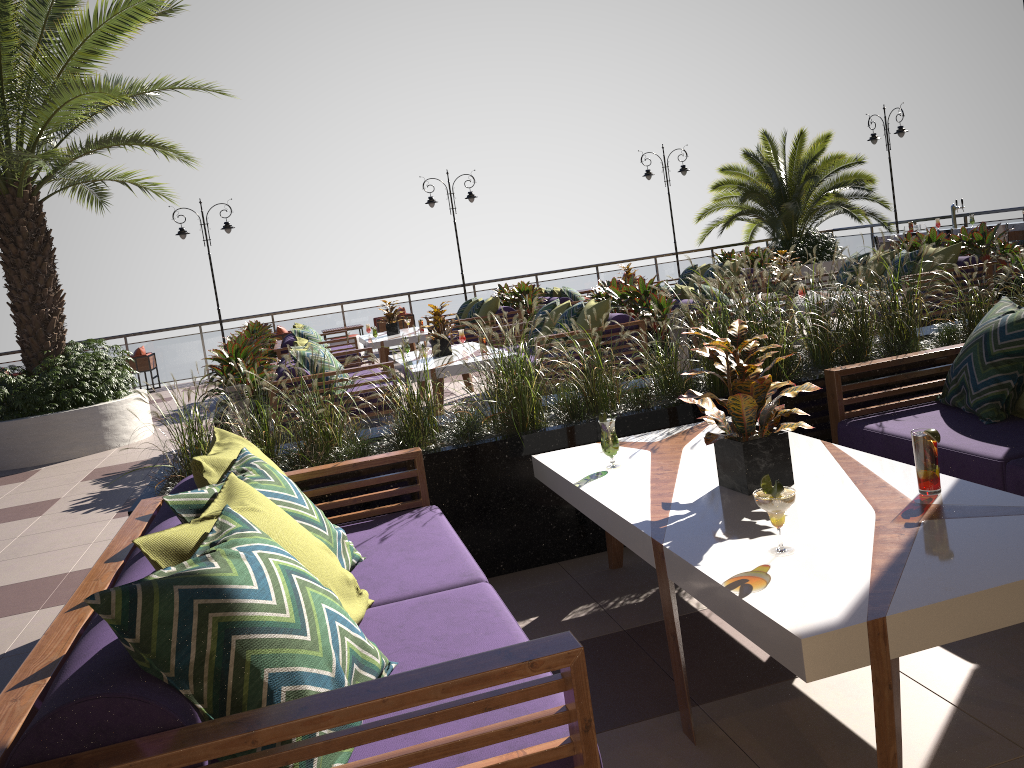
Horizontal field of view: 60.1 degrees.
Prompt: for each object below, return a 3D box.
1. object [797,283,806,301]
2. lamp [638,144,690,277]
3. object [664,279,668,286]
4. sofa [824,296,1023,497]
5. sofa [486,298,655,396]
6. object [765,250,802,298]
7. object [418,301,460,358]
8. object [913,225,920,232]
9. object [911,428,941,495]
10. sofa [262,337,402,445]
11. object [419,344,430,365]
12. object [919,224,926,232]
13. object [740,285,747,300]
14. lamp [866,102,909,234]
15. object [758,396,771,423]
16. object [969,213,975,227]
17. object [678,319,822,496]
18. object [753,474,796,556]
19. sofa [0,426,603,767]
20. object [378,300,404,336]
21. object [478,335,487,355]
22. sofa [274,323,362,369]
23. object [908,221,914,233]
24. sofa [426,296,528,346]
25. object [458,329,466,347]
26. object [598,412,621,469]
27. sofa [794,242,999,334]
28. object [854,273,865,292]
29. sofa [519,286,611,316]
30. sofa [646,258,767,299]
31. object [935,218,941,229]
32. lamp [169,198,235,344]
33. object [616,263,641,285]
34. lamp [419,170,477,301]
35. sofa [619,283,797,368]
[{"bbox_3d":[2.904,-0.913,8.866,0.069,0.180,0.069,-11,5,-25],"label":"object"},{"bbox_3d":[3.365,-3.359,18.527,1.124,3.312,0.264,-9,5,-13],"label":"lamp"},{"bbox_3d":[2.358,-1.494,13.495,0.069,0.210,0.069,-10,5,-25],"label":"object"},{"bbox_3d":[2.231,0.161,3.198,1.121,0.914,2.134,-10,7,-13],"label":"sofa"},{"bbox_3d":[0.490,-0.388,8.951,1.121,0.914,2.134,-10,7,-13],"label":"sofa"},{"bbox_3d":[2.935,-1.186,9.544,0.430,0.524,0.427,-8,6,-1],"label":"object"},{"bbox_3d":[-0.706,-0.538,8.668,0.424,0.524,0.433,-8,6,4],"label":"object"},{"bbox_3d":[6.662,-2.512,14.561,0.106,0.208,0.105,-12,6,-38],"label":"object"},{"bbox_3d":[1.174,0.219,2.501,0.066,0.189,0.085,-7,5,12],"label":"object"},{"bbox_3d":[-1.733,0.006,8.427,1.121,0.914,2.134,-10,7,-13],"label":"sofa"},{"bbox_3d":[-0.792,-0.272,8.042,0.105,0.196,0.106,-6,6,20],"label":"object"},{"bbox_3d":[6.769,-2.529,14.575,0.106,0.208,0.105,-12,6,-38],"label":"object"},{"bbox_3d":[2.620,-1.040,10.040,0.066,0.189,0.085,-7,5,17],"label":"object"},{"bbox_3d":[7.394,-3.752,17.167,0.264,3.312,1.125,-9,5,-13],"label":"lamp"},{"bbox_3d":[0.982,0.123,3.422,0.069,0.180,0.069,-11,6,-30],"label":"object"},{"bbox_3d":[6.705,-2.391,12.900,0.069,0.210,0.069,-11,5,-30],"label":"object"},{"bbox_3d":[0.733,0.067,2.827,0.425,0.524,0.432,-8,6,-1],"label":"object"},{"bbox_3d":[0.667,0.327,2.227,0.105,0.196,0.106,-7,5,15],"label":"object"},{"bbox_3d":[-0.600,0.665,2.514,1.121,0.914,2.134,-10,7,-13],"label":"sofa"},{"bbox_3d":[-1.784,-0.984,12.987,0.429,0.524,0.428,-6,6,19],"label":"object"},{"bbox_3d":[-0.271,-0.363,8.175,0.066,0.189,0.085,-7,5,17],"label":"object"},{"bbox_3d":[-2.811,-0.442,12.763,1.121,0.914,2.134,-10,7,-13],"label":"sofa"},{"bbox_3d":[6.388,-2.510,14.166,0.066,0.189,0.085,-7,5,12],"label":"object"},{"bbox_3d":[-0.590,-0.837,13.295,1.121,0.914,2.134,-10,7,-13],"label":"sofa"},{"bbox_3d":[-0.524,-0.481,9.319,0.068,0.180,0.069,-7,5,20],"label":"object"},{"bbox_3d":[0.366,0.209,3.328,0.069,0.210,0.069,-11,5,-30],"label":"object"},{"bbox_3d":[4.151,-1.044,9.861,1.121,0.914,2.134,-10,7,-13],"label":"sofa"},{"bbox_3d":[3.543,-1.033,9.003,0.105,0.196,0.106,-6,6,20],"label":"object"},{"bbox_3d":[0.850,-1.098,13.673,1.121,0.914,2.134,-10,7,-13],"label":"sofa"},{"bbox_3d":[3.073,-1.492,14.197,1.121,0.914,2.134,-10,7,-13],"label":"sofa"},{"bbox_3d":[6.538,-2.446,13.583,0.069,0.180,0.068,-12,6,-41],"label":"object"},{"bbox_3d":[-5.497,-1.780,16.385,1.124,3.312,0.264,-9,5,-13],"label":"lamp"},{"bbox_3d":[1.837,-1.637,13.921,0.424,0.524,0.433,-7,6,14],"label":"object"},{"bbox_3d":[-1.038,-2.575,17.463,1.124,3.312,0.264,-9,5,-13],"label":"lamp"},{"bbox_3d":[1.930,-0.649,9.329,1.121,0.914,2.134,-10,7,-13],"label":"sofa"}]
